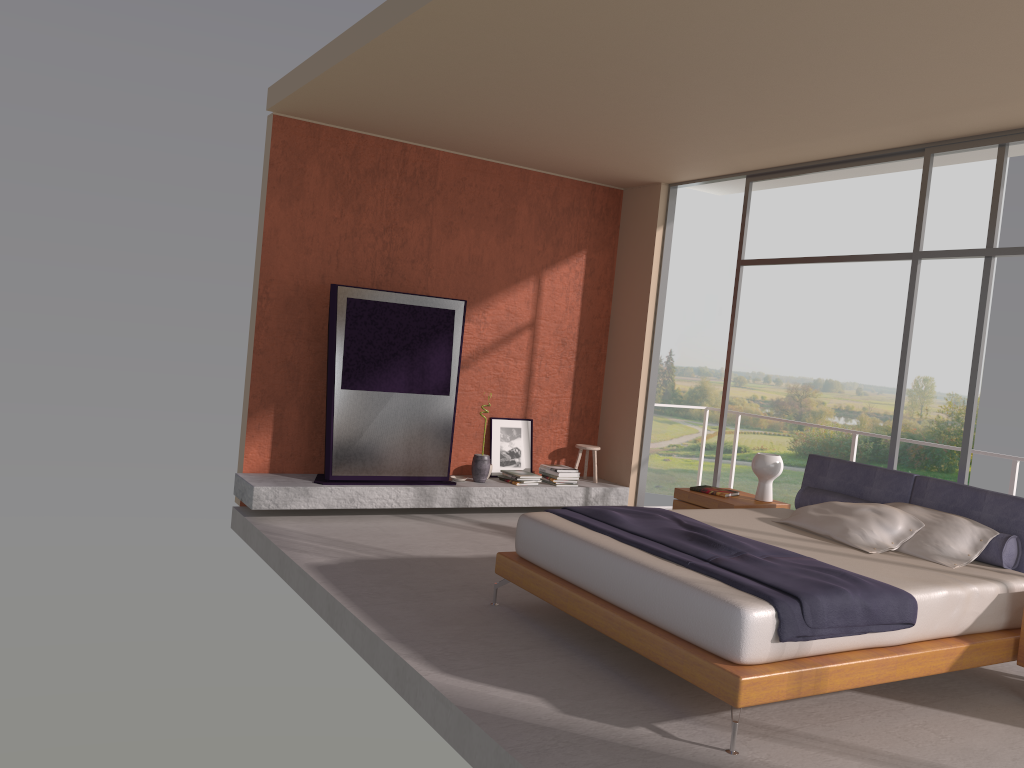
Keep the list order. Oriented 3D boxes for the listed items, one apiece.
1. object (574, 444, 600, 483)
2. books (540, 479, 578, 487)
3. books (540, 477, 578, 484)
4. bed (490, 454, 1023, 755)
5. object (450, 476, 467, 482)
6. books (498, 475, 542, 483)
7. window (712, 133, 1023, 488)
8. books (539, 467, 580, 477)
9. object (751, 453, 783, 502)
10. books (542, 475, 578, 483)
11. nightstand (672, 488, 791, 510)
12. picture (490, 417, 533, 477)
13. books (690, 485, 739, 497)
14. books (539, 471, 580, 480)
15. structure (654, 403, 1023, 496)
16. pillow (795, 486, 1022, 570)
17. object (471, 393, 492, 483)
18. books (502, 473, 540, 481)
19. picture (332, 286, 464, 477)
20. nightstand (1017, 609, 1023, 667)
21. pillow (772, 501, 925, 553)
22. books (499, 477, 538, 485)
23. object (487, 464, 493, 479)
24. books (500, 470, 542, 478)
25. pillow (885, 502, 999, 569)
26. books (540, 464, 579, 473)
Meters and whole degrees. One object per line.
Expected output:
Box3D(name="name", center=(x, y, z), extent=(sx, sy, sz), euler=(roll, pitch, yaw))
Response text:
Box3D(name="object", center=(0.730, 0.770, 8.579), extent=(0.260, 0.349, 0.257), euler=(7, 3, 29))
Box3D(name="books", center=(0.431, 0.917, 8.257), extent=(0.247, 0.018, 0.328), euler=(4, 3, -29))
Box3D(name="books", center=(0.430, 0.899, 8.261), extent=(0.247, 0.018, 0.287), euler=(4, 3, -31))
Box3D(name="bed", center=(1.460, 0.969, 4.952), extent=(2.462, 0.959, 2.017), euler=(4, 3, -31))
Box3D(name="object", center=(-0.472, 0.844, 7.833), extent=(0.152, 0.040, 0.152), euler=(6, 3, 4))
Box3D(name="books", center=(0.072, 0.862, 8.083), extent=(0.328, 0.018, 0.247), euler=(8, 4, 44))
Box3D(name="window", center=(3.377, 0.064, 5.001), extent=(0.075, 3.133, 6.106), euler=(4, 3, -31))
Box3D(name="books", center=(0.441, 0.818, 8.252), extent=(0.247, 0.038, 0.319), euler=(4, 3, -33))
Box3D(name="object", center=(1.849, 0.679, 6.453), extent=(0.224, 0.338, 0.224), euler=(5, 3, -19))
Box3D(name="books", center=(0.441, 0.880, 8.237), extent=(0.247, 0.025, 0.287), euler=(5, 3, -20))
Box3D(name="nightstand", center=(1.594, 1.102, 6.560), extent=(0.562, 0.556, 0.628), euler=(4, 3, -31))
Box3D(name="picture", center=(-0.004, 0.600, 8.334), extent=(0.458, 0.550, 0.117), euler=(4, 3, -31))
Box3D(name="books", center=(1.513, 0.799, 6.611), extent=(0.287, 0.025, 0.247), euler=(8, 3, 40))
Box3D(name="books", center=(0.437, 0.851, 8.254), extent=(0.247, 0.027, 0.328), euler=(4, 3, -29))
Box3D(name="structure", center=(3.527, 1.049, 5.417), extent=(0.728, 1.005, 7.689), euler=(4, 3, -31))
Box3D(name="pillow", center=(2.370, 0.857, 5.458), extent=(0.205, 0.201, 1.470), euler=(4, 3, -31))
Box3D(name="object", center=(-0.251, 0.470, 7.859), extent=(0.165, 0.810, 0.165), euler=(5, 3, -7))
Box3D(name="books", center=(0.085, 0.842, 8.071), extent=(0.247, 0.025, 0.287), euler=(4, 3, -28))
Box3D(name="picture", center=(-0.945, 0.007, 7.298), extent=(1.129, 1.496, 0.126), euler=(4, 3, -31))
Box3D(name="nightstand", center=(2.924, 1.338, 4.291), extent=(0.562, 0.556, 0.628), euler=(4, 3, -31))
Box3D(name="pillow", center=(1.996, 0.826, 5.335), extent=(0.431, 0.264, 0.869), euler=(5, 3, -23))
Box3D(name="books", center=(0.063, 0.885, 8.070), extent=(0.247, 0.025, 0.287), euler=(4, 3, -34))
Box3D(name="object", center=(-0.271, 0.796, 8.079), extent=(0.179, 0.137, 0.180), euler=(5, 3, -18))
Box3D(name="books", center=(0.083, 0.820, 8.074), extent=(0.247, 0.018, 0.328), euler=(4, 3, -34))
Box3D(name="pillow", center=(2.336, 0.860, 5.120), extent=(0.400, 0.265, 0.791), euler=(4, 3, -28))
Box3D(name="books", center=(0.441, 0.787, 8.256), extent=(0.247, 0.025, 0.287), euler=(4, 3, -31))
